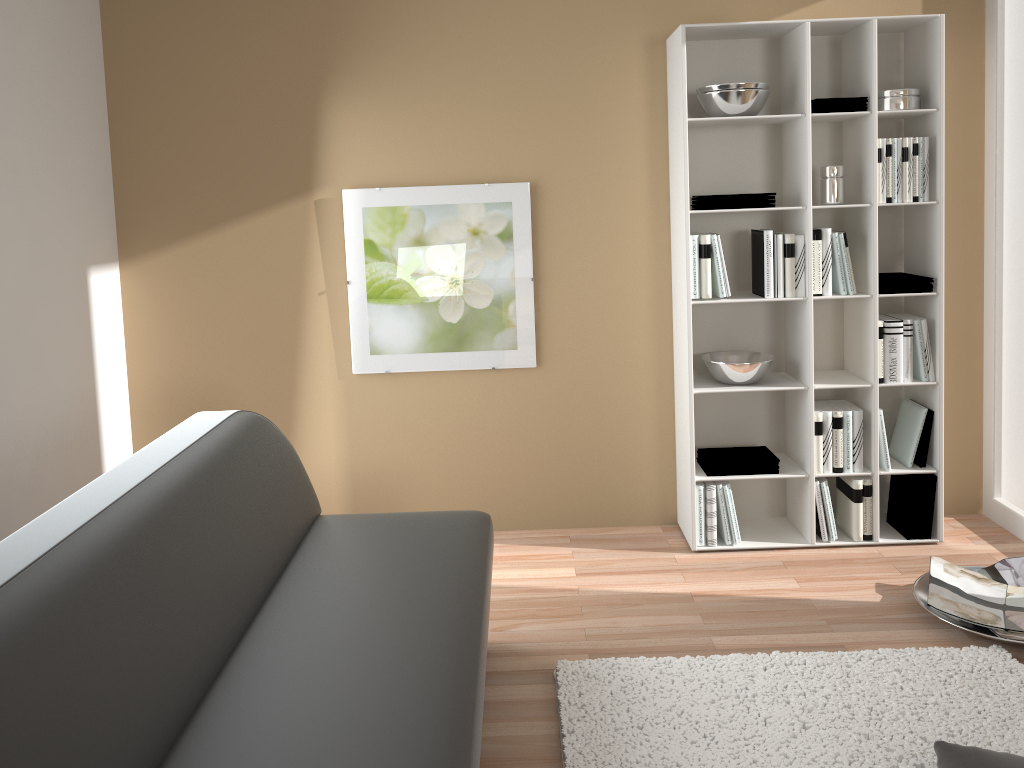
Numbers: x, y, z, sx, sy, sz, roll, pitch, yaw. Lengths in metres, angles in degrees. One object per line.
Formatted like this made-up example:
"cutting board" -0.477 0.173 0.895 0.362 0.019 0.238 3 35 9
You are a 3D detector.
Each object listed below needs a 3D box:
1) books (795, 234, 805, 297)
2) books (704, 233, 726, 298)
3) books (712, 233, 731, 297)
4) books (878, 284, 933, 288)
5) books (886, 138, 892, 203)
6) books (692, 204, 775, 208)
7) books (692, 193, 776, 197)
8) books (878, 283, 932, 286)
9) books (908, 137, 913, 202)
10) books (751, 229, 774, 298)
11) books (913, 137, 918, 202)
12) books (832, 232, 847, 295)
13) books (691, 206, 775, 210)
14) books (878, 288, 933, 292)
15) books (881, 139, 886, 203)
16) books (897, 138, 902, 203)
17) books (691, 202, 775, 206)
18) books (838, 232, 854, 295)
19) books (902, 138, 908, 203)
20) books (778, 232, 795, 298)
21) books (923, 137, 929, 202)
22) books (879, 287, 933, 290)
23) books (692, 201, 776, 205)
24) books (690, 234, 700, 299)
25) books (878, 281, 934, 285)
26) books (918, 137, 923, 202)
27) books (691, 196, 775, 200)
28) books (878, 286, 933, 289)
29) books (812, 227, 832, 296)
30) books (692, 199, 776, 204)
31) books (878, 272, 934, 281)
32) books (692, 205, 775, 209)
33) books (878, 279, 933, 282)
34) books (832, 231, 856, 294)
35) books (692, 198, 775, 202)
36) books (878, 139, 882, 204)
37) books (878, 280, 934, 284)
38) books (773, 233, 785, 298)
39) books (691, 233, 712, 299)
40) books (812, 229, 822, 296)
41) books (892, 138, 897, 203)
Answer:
"books" 1.172 -0.499 3.672 0.040 0.249 0.210 -2 8 1
"books" 0.838 -0.498 3.666 0.060 0.257 0.211 -2 7 1
"books" 0.862 -0.501 3.677 0.058 0.255 0.211 -2 8 1
"books" 1.600 -0.426 3.711 0.210 0.006 0.302 -2 12 0
"books" 1.515 -0.876 3.630 0.020 0.255 0.210 -2 8 1
"books" 0.917 -0.743 3.664 0.297 0.006 0.214 -2 12 0
"books" 0.920 -0.787 3.661 0.297 0.006 0.214 -2 12 0
"books" 1.598 -0.433 3.712 0.210 0.006 0.302 -2 12 2
"books" 1.601 -0.879 3.632 0.020 0.255 0.210 -2 8 1
"books" 1.046 -0.505 3.671 0.040 0.272 0.210 -2 7 1
"books" 1.622 -0.880 3.630 0.020 0.255 0.210 -2 8 1
"books" 1.334 -0.509 3.677 0.060 0.257 0.210 -2 7 1
"books" 0.917 -0.732 3.664 0.297 0.007 0.214 -2 12 0
"books" 1.601 -0.410 3.713 0.210 0.006 0.302 -2 12 0
"books" 1.494 -0.876 3.633 0.020 0.255 0.210 -2 8 1
"books" 1.558 -0.878 3.631 0.020 0.255 0.210 -2 8 1
"books" 0.915 -0.749 3.664 0.297 0.006 0.214 -2 12 -1
"books" 1.360 -0.507 3.673 0.058 0.255 0.211 -2 8 1
"books" 1.580 -0.877 3.626 0.020 0.255 0.211 -2 8 1
"books" 1.130 -0.499 3.665 0.040 0.255 0.210 -2 8 1
"books" 1.665 -0.882 3.630 0.020 0.255 0.210 -2 8 1
"books" 1.600 -0.417 3.715 0.210 0.006 0.302 -2 12 -1
"books" 0.918 -0.754 3.663 0.297 0.006 0.214 -2 12 0
"books" 0.742 -0.495 3.670 0.040 0.255 0.210 -2 8 1
"books" 1.603 -0.438 3.711 0.210 0.007 0.302 -2 12 0
"books" 1.643 -0.881 3.631 0.020 0.255 0.211 -2 8 1
"books" 0.916 -0.777 3.665 0.297 0.007 0.214 -2 12 0
"books" 1.600 -0.421 3.711 0.210 0.006 0.302 -2 12 0
"books" 1.285 -0.516 3.680 0.040 0.272 0.210 -2 7 1
"books" 0.918 -0.760 3.663 0.297 0.006 0.214 -2 12 0
"books" 1.599 -0.453 3.706 0.210 0.006 0.302 -2 12 0
"books" 0.917 -0.738 3.665 0.297 0.006 0.214 -2 12 0
"books" 1.598 -0.448 3.707 0.210 0.007 0.302 -2 12 0
"books" 1.378 -0.513 3.689 0.058 0.255 0.211 -2 8 1
"books" 0.916 -0.765 3.661 0.297 0.006 0.214 -2 12 2
"books" 1.473 -0.873 3.626 0.020 0.255 0.211 -2 8 1
"books" 1.603 -0.443 3.710 0.210 0.007 0.302 -2 12 0
"books" 1.088 -0.499 3.671 0.040 0.255 0.210 -2 8 1
"books" 0.789 -0.495 3.664 0.040 0.255 0.210 -2 8 1
"books" 1.238 -0.512 3.680 0.053 0.269 0.210 -2 7 1
"books" 1.536 -0.877 3.631 0.020 0.255 0.211 -2 8 1
